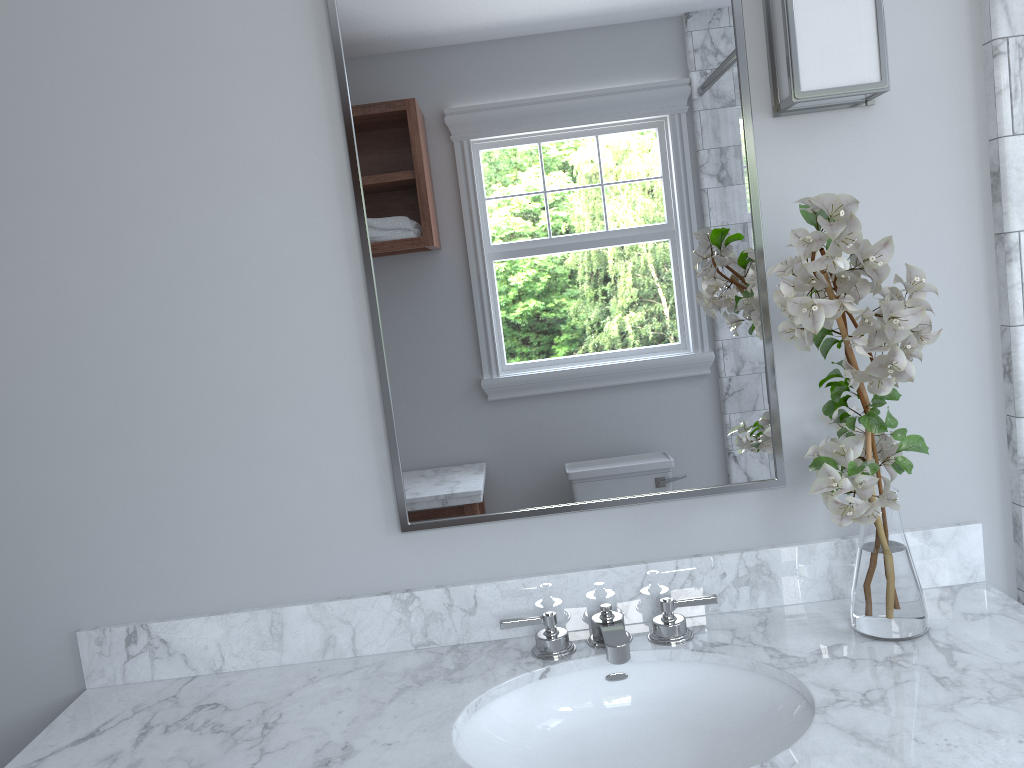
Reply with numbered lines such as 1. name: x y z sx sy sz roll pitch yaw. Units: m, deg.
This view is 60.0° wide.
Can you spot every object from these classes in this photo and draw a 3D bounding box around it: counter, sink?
1. counter: 0.086 0.870 1.364 1.657 0.983 0.638 -7 6 1
2. sink: 0.180 0.630 1.331 0.494 0.270 0.517 -12 8 -40

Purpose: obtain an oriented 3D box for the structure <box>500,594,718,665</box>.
1. structure: 0.170 0.418 1.540 0.295 0.069 0.256 -12 8 -40

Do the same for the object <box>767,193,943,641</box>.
1. object: 0.532 0.071 1.352 0.225 0.706 0.374 -3 7 31

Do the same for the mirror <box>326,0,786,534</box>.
1. mirror: 0.085 -0.257 1.547 0.694 0.977 0.030 -7 6 1

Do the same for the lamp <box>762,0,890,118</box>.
1. lamp: 0.524 -0.599 1.480 0.175 0.266 0.091 -7 6 1
